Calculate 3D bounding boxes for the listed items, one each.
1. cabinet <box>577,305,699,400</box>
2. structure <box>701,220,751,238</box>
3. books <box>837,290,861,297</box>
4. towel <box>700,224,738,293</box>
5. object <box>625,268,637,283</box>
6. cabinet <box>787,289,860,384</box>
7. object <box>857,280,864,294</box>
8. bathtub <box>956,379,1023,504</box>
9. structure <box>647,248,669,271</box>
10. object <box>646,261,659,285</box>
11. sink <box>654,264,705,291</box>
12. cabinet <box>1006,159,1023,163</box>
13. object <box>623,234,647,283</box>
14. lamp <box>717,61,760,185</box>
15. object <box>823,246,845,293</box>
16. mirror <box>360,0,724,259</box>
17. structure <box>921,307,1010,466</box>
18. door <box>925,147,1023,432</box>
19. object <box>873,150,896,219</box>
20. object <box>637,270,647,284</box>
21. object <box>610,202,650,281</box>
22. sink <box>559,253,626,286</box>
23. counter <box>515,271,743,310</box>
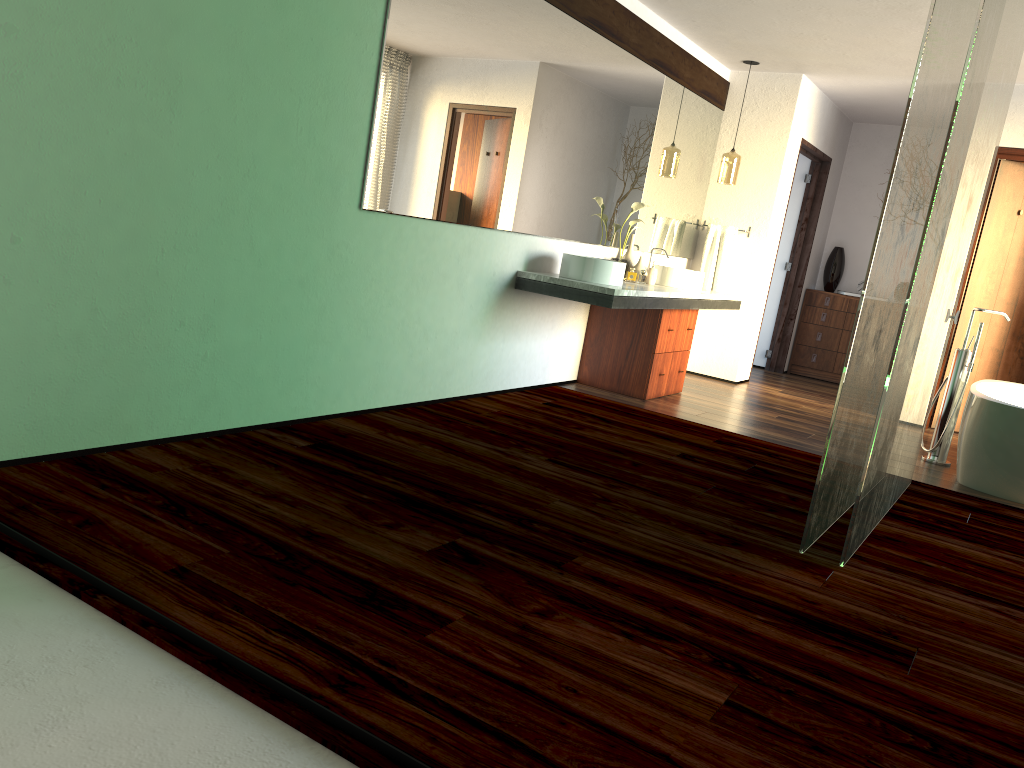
[{"bbox_3d":[0.854,-0.265,5.884,0.523,0.600,0.644,15,12,30],"label":"cabinet"},{"bbox_3d":[1.648,-1.205,6.854,0.377,0.088,0.100,15,12,31],"label":"structure"},{"bbox_3d":[3.243,-0.791,8.050,0.500,0.034,0.245,10,10,6],"label":"books"},{"bbox_3d":[1.576,-0.908,6.852,0.157,0.637,0.264,1,14,-41],"label":"towel"},{"bbox_3d":[0.765,-0.699,5.679,0.065,0.092,0.039,8,10,-9],"label":"object"},{"bbox_3d":[3.211,-0.367,8.045,1.163,0.801,0.394,15,12,31],"label":"cabinet"},{"bbox_3d":[3.212,-0.878,8.055,0.133,0.131,0.128,14,11,26],"label":"object"},{"bbox_3d":[2.822,0.323,4.737,0.781,0.486,1.584,15,12,29],"label":"bathtub"},{"bbox_3d":[0.990,-0.822,6.142,0.168,0.242,0.064,17,12,34],"label":"structure"},{"bbox_3d":[0.919,-0.730,5.803,0.071,0.158,0.070,12,11,13],"label":"object"},{"bbox_3d":[1.135,-0.733,6.091,0.360,0.131,0.354,11,10,8],"label":"sink"},{"bbox_3d":[4.475,-0.769,6.914,1.514,2.367,0.351,16,12,31],"label":"cabinet"},{"bbox_3d":[0.804,-0.822,5.800,0.117,0.306,0.245,3,12,-33],"label":"object"},{"bbox_3d":[1.662,-1.906,6.491,0.137,0.868,0.140,7,11,-17],"label":"lamp"},{"bbox_3d":[2.979,-1.058,8.188,0.166,0.417,0.174,-1,15,-46],"label":"object"},{"bbox_3d":[0.505,-1.416,5.252,0.018,1.154,3.988,16,12,29],"label":"mirror"},{"bbox_3d":[2.507,0.007,5.015,0.241,0.898,0.280,6,11,-20],"label":"structure"},{"bbox_3d":[3.470,-0.567,6.076,0.746,1.950,0.454,16,12,30],"label":"door"},{"bbox_3d":[3.479,-1.426,7.715,0.722,1.452,0.834,7,11,-16],"label":"object"},{"bbox_3d":[0.838,-0.689,5.685,0.040,0.091,0.056,18,14,40],"label":"object"},{"bbox_3d":[0.754,-0.921,5.733,0.189,0.505,0.241,11,10,8],"label":"object"},{"bbox_3d":[0.452,-0.642,4.964,0.365,0.131,0.349,16,12,33],"label":"sink"},{"bbox_3d":[0.843,-0.579,5.635,0.600,0.101,2.208,15,12,30],"label":"counter"}]
